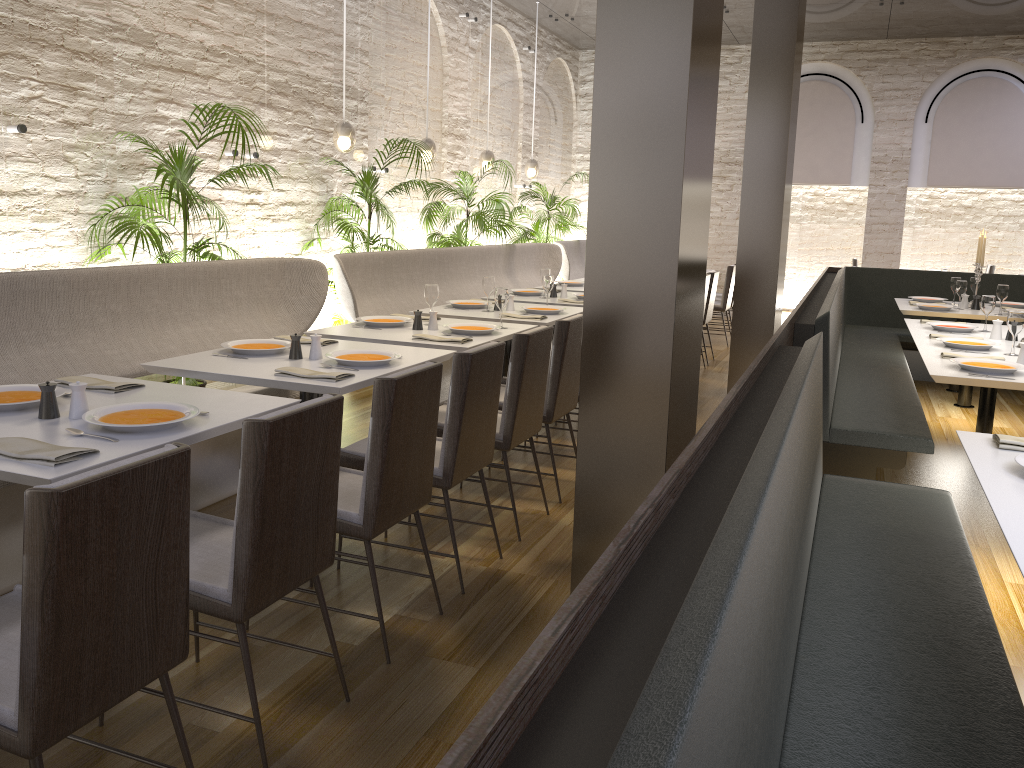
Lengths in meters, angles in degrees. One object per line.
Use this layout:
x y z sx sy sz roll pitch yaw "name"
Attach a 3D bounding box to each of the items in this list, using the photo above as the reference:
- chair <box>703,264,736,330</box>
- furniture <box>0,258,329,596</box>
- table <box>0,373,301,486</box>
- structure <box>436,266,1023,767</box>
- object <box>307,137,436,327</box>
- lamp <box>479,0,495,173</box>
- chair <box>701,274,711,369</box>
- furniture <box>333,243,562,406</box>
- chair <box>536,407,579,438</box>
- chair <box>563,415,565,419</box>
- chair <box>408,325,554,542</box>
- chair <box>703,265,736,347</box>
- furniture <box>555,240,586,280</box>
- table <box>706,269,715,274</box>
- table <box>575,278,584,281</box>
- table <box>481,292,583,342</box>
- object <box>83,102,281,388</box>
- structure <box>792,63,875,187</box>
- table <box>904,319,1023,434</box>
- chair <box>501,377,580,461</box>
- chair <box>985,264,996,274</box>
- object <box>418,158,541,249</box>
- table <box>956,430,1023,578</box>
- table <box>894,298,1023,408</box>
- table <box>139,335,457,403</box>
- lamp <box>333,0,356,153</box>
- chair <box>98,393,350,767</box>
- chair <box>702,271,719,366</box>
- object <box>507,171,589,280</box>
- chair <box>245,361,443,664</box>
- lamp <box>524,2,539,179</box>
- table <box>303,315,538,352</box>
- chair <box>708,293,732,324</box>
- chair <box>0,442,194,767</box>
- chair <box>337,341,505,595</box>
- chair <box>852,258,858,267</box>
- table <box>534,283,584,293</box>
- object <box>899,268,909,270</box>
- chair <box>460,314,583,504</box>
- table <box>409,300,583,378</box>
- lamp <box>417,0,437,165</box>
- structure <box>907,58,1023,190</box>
2.445 -1.008 10.634 0.566 0.900 0.414 5 10 21 "chair"
-1.863 0.142 3.446 0.710 1.090 4.500 5 11 21 "furniture"
-1.342 0.464 2.753 0.937 0.755 1.016 6 11 21 "table"
2.264 0.321 3.484 2.375 0.994 10.806 6 12 20 "structure"
-1.174 -0.990 7.178 1.190 1.962 1.150 -5 12 -38 "object"
-0.234 -3.246 9.268 0.178 2.028 0.179 2 9 0 "lamp"
1.529 -0.587 8.300 0.566 0.900 0.414 5 10 21 "chair"
-0.180 -0.630 7.729 0.710 1.090 4.500 5 11 21 "furniture"
0.486 -0.108 5.646 0.566 0.900 0.414 5 10 21 "chair"
0.690 -0.202 6.164 0.566 0.900 0.414 5 10 21 "chair"
-0.140 0.179 4.053 0.566 0.900 0.414 5 10 21 "chair"
2.242 -0.914 10.116 0.566 0.900 0.414 5 10 21 "chair"
1.154 -1.242 11.123 0.708 1.090 2.598 5 11 21 "furniture"
2.010 -1.075 11.285 0.937 0.755 1.016 6 11 21 "table"
1.196 -0.701 9.214 0.937 0.755 1.016 6 11 21 "table"
0.366 -0.320 7.100 0.937 0.755 1.016 6 11 21 "table"
-1.940 -0.639 5.228 1.190 1.962 1.150 -5 12 -38 "object"
4.200 -3.636 12.420 1.635 1.664 0.098 6 9 21 "structure"
2.813 0.175 4.963 1.102 0.755 2.552 6 11 20 "table"
0.271 -0.009 5.098 0.566 0.900 0.414 5 10 21 "chair"
6.499 -1.254 12.609 0.566 0.900 0.414 5 10 21 "chair"
-0.447 -1.325 9.035 1.146 1.962 1.195 -3 11 -28 "object"
1.477 0.789 1.561 1.102 0.755 2.552 6 11 20 "table"
3.740 -0.250 7.323 1.102 0.755 1.194 6 11 21 "table"
-0.888 0.255 3.908 0.937 0.755 1.016 6 11 21 "table"
-1.256 -2.777 6.666 0.178 2.028 0.178 10 12 41 "lamp"
-0.784 0.475 2.413 0.566 0.900 0.414 5 10 21 "chair"
1.731 -0.680 8.815 0.566 0.900 0.414 5 10 21 "chair"
0.462 -1.733 11.303 1.145 1.962 1.196 2 9 2 "object"
-0.560 0.372 2.982 0.566 0.900 0.414 5 10 21 "chair"
0.269 -3.477 10.549 0.178 2.028 0.179 2 9 0 "lamp"
-0.477 0.067 4.954 0.937 0.755 1.016 6 11 21 "table"
2.655 -1.104 11.167 0.566 0.900 0.414 5 10 21 "chair"
-1.000 0.574 1.864 0.566 0.900 0.414 5 10 21 "chair"
-0.355 0.278 3.504 0.566 0.900 0.414 5 10 21 "chair"
5.277 -1.385 13.073 0.566 0.900 0.414 5 10 21 "chair"
0.791 -0.515 8.181 0.937 0.755 1.016 6 11 21 "table"
5.636 -1.666 12.898 0.322 0.036 0.323 -5 13 -33 "object"
0.066 0.085 4.576 0.566 0.900 0.414 5 10 21 "chair"
-0.055 -0.127 6.028 0.937 0.755 1.016 6 11 21 "table"
-0.748 -3.011 7.960 0.178 2.028 0.179 3 9 6 "lamp"
6.175 -3.425 11.670 1.635 1.664 0.098 6 9 21 "structure"
